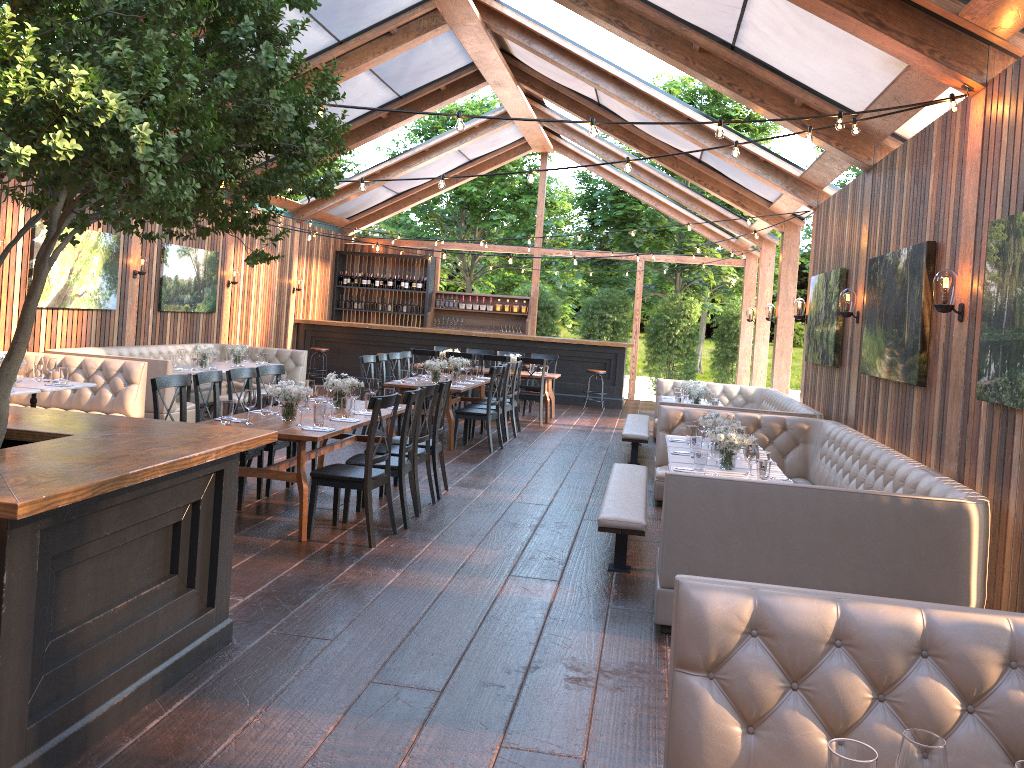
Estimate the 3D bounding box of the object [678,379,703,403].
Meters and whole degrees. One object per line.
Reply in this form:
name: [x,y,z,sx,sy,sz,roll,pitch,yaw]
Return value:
object: [2.365,0.087,11.594,0.328,0.309,0.337,3,3,-17]

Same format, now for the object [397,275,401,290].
object: [-2.516,-2.265,19.709,0.081,0.324,0.081,4,1,-13]

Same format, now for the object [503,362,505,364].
object: [-0.109,-0.313,14.228,0.092,0.244,0.092,3,1,-39]

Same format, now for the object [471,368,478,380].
object: [-0.514,-0.131,12.025,0.092,0.158,0.091,5,2,35]

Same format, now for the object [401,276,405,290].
object: [-2.428,-2.247,19.672,0.077,0.307,0.077,4,1,25]

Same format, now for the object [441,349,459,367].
object: [-1.003,-0.435,14.570,0.335,0.309,0.330,3,3,-26]

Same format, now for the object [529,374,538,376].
object: [0.348,-0.152,14.017,0.157,0.019,0.255,5,4,9]

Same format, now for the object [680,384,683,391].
object: [2.298,0.095,11.858,0.092,0.244,0.092,3,1,-39]

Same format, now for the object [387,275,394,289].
object: [-2.713,-2.278,19.772,0.136,0.315,0.136,3,1,-29]

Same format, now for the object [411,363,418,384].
object: [-1.194,-0.128,10.794,0.092,0.244,0.092,3,1,-33]

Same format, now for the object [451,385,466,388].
object: [-0.697,0.023,10.756,0.255,0.019,0.158,5,4,9]

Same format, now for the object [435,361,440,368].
object: [-1.017,-0.199,11.883,0.092,0.244,0.092,3,1,-39]

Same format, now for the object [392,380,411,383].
object: [-1.338,-0.033,10.893,0.255,0.019,0.158,5,4,9]

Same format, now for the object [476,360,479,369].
object: [-0.584,-0.301,14.195,0.092,0.158,0.091,5,2,35]

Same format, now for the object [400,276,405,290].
object: [-2.475,-2.266,19.830,0.136,0.315,0.136,3,1,-29]

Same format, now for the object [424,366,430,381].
object: [-1.080,-0.164,11.372,0.092,0.244,0.092,3,1,-39]

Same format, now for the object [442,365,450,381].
object: [-0.810,-0.106,10.862,0.092,0.244,0.092,3,1,-33]

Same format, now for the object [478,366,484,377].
object: [-0.442,-0.170,12.601,0.092,0.158,0.091,5,2,35]

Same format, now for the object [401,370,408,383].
object: [-1.310,-0.088,10.727,0.091,0.158,0.092,3,2,-45]

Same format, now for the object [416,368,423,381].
object: [-1.184,-0.123,11.305,0.092,0.158,0.091,5,2,35]

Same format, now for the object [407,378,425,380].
object: [-1.225,-0.070,11.478,0.255,0.019,0.158,5,4,9]

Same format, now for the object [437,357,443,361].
object: [-1.164,-0.349,14.282,0.092,0.158,0.091,5,2,35]

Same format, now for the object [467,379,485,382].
object: [-0.495,-0.047,11.860,0.255,0.019,0.158,5,4,9]

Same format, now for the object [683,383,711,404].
object: [2.236,0.150,10.650,0.330,0.309,0.336,6,3,31]

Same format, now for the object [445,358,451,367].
object: [-0.899,-0.235,12.468,0.092,0.244,0.092,3,1,-39]

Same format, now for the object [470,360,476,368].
object: [-0.557,-0.217,12.557,0.092,0.244,0.092,3,1,-39]

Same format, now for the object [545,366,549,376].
object: [0.528,-0.209,14.016,0.092,0.158,0.091,5,2,35]

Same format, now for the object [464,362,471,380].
object: [-0.607,-0.177,11.974,0.092,0.244,0.092,3,1,-39]

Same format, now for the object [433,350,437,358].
object: [-1.293,-0.439,14.783,0.092,0.244,0.092,3,1,-39]

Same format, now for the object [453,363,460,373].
object: [-0.727,-0.144,11.462,0.092,0.244,0.092,3,1,-39]

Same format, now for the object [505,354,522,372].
object: [0.031,-0.348,14.387,0.337,0.309,0.328,6,3,42]

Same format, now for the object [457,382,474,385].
object: [-0.615,-0.015,11.349,0.255,0.019,0.158,5,4,9]

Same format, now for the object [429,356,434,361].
object: [-1.363,-0.408,14.888,0.092,0.158,0.091,5,2,35]

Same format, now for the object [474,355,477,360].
object: [-0.617,-0.354,14.295,0.092,0.244,0.092,3,1,-39]

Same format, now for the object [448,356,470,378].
object: [-0.755,-0.238,12.219,0.328,0.309,0.337,3,3,-24]

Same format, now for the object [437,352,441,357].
object: [-1.198,-0.403,14.395,0.092,0.244,0.092,3,1,-39]

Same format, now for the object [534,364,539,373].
object: [0.399,-0.299,14.520,0.092,0.244,0.092,3,1,-39]

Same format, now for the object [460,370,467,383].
object: [-0.633,-0.099,11.513,0.092,0.158,0.091,5,2,35]

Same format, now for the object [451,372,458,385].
object: [-0.713,-0.062,10.930,0.091,0.158,0.092,3,2,-35]

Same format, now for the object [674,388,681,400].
object: [2.198,0.135,11.808,0.092,0.158,0.092,4,1,-5]

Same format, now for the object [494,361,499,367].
object: [-0.254,-0.316,14.700,0.092,0.158,0.091,5,2,35]

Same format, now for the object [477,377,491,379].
object: [-0.433,-0.087,12.446,0.255,0.019,0.158,5,4,9]

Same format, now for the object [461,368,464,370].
object: [-0.751,-0.242,14.185,0.157,0.019,0.255,5,4,9]

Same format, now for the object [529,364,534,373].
object: [0.326,-0.270,14.630,0.092,0.158,0.091,5,2,35]

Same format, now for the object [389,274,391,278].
object: [-2.750,-2.300,19.896,0.087,0.334,0.087,4,1,-11]

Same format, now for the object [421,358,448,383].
object: [-0.969,-0.175,11.188,0.330,0.309,0.336,6,4,43]

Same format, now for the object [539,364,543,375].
object: [0.471,-0.265,14.135,0.092,0.244,0.092,3,1,-39]

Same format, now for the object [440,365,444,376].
object: [-0.986,-0.193,12.398,0.092,0.158,0.091,5,2,35]

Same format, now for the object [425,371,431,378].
object: [-1.118,-0.158,11.818,0.092,0.158,0.091,5,2,35]

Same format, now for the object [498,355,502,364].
object: [-0.195,-0.349,14.616,0.092,0.244,0.092,3,1,-39]

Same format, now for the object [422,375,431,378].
object: [-1.159,-0.105,12.000,0.255,0.019,0.158,5,4,9]

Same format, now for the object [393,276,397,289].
object: [-2.608,-2.262,19.725,0.075,0.302,0.075,4,1,-8]
